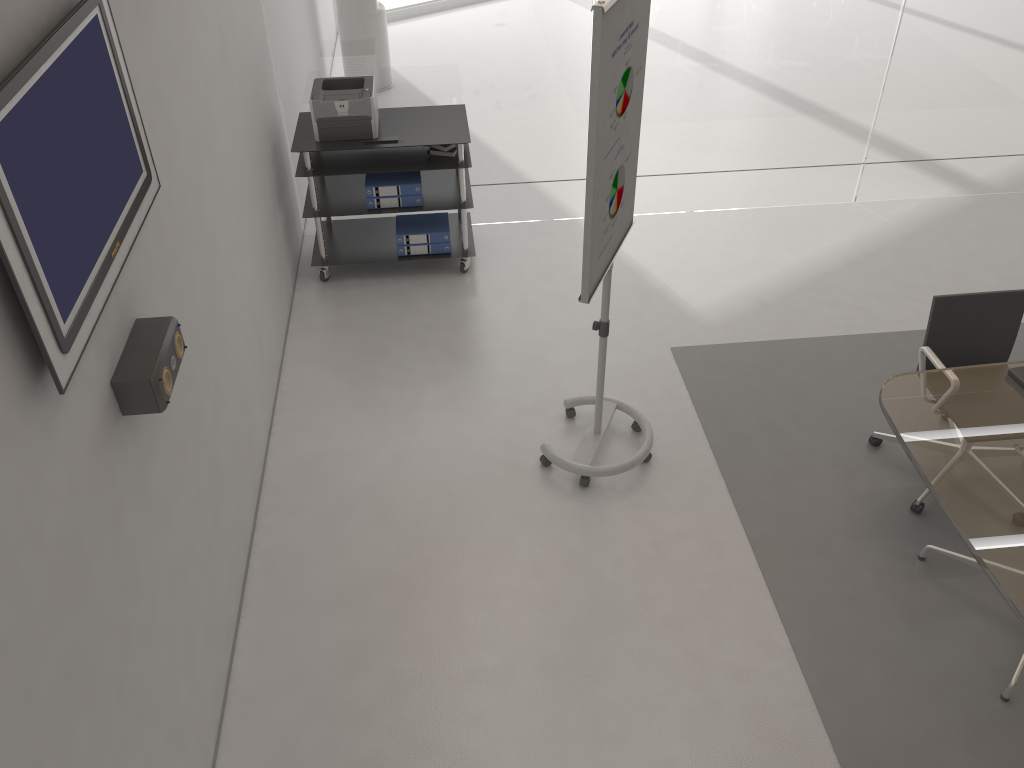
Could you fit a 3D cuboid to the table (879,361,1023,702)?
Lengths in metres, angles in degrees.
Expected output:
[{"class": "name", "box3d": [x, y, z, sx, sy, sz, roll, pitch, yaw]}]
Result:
[{"class": "table", "box3d": [2.937, 0.549, 3.266, 3.054, 0.721, 1.372, -4, 39, -4]}]

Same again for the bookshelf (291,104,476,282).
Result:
[{"class": "bookshelf", "box3d": [-0.739, -1.139, 5.348, 0.985, 0.855, 0.567, -4, 39, -4]}]

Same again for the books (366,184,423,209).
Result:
[{"class": "books", "box3d": [-0.692, -1.128, 5.234, 0.320, 0.077, 0.263, -4, 39, -4]}]

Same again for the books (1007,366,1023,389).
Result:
[{"class": "books", "box3d": [2.015, -0.004, 3.372, 0.164, 0.032, 0.183, -8, 39, -9]}]

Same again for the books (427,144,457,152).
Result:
[{"class": "books", "box3d": [-0.386, -1.410, 5.151, 0.164, 0.032, 0.183, 26, 46, 29]}]

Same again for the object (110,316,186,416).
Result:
[{"class": "object", "box3d": [-1.011, -0.056, 2.491, 0.123, 0.117, 0.298, -4, 39, -4]}]

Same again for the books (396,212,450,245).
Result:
[{"class": "books", "box3d": [-0.542, -0.943, 5.388, 0.320, 0.077, 0.263, -4, 39, -4]}]

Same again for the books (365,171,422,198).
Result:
[{"class": "books", "box3d": [-0.693, -1.186, 5.190, 0.320, 0.077, 0.263, -4, 39, -4]}]

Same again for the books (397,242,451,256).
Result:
[{"class": "books", "box3d": [-0.541, -0.885, 5.432, 0.320, 0.077, 0.263, -4, 39, -4]}]

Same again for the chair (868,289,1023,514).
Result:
[{"class": "chair", "box3d": [2.031, 0.108, 3.773, 0.731, 0.805, 0.710, -15, 41, -17]}]

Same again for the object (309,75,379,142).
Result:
[{"class": "object", "box3d": [-0.941, -1.558, 5.002, 0.351, 0.235, 0.350, -4, 39, -4]}]

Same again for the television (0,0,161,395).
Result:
[{"class": "television", "box3d": [-1.048, -0.520, 2.135, 0.049, 0.590, 1.013, -4, 39, -4]}]

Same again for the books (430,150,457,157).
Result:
[{"class": "books", "box3d": [-0.387, -1.378, 5.162, 0.146, 0.028, 0.170, 8, 39, 11]}]

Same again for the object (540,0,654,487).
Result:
[{"class": "object", "box3d": [0.375, -0.514, 3.556, 0.560, 2.088, 0.553, -14, 40, -15]}]
